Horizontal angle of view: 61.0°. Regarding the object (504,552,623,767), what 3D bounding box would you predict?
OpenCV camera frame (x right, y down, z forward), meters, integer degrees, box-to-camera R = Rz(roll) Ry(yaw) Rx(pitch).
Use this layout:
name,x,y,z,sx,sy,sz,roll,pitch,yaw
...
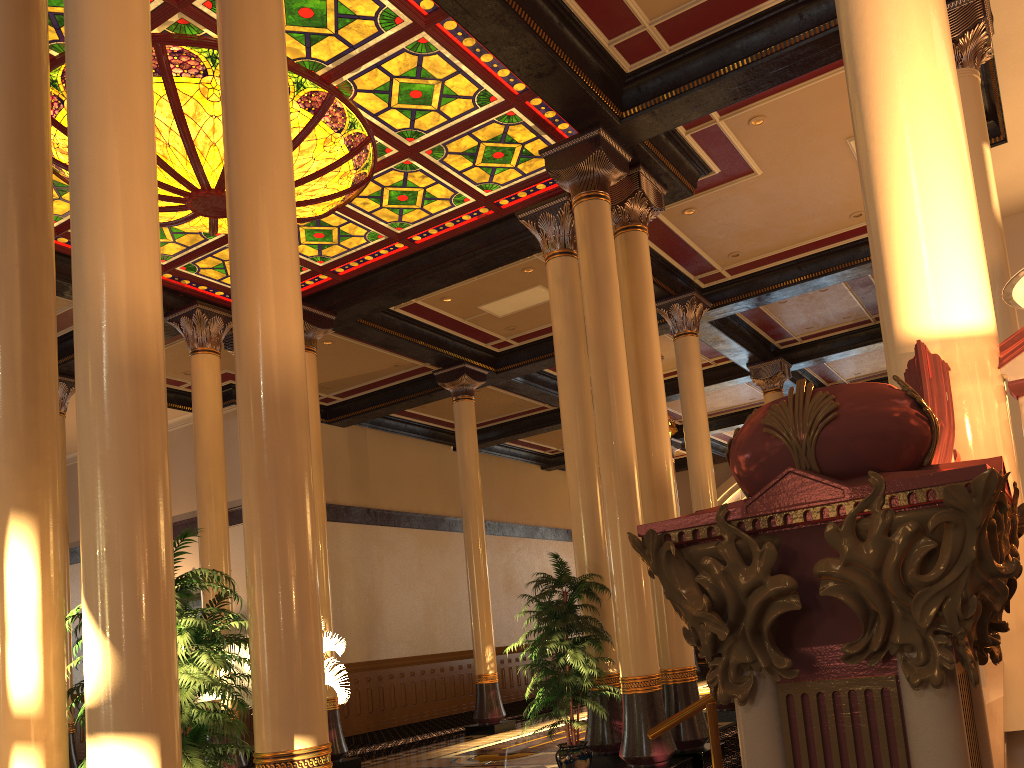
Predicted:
name,x,y,z,sx,sy,sz,roll,pitch,yaw
object,0.498,2.654,8.203,1.019,2.105,1.123,-9,-9,19

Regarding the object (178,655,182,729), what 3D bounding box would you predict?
name,x,y,z,sx,sy,sz,roll,pitch,yaw
object,-6.107,5.518,15.245,1.090,2.105,1.050,-4,-9,-10

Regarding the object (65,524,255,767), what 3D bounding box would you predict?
name,x,y,z,sx,sy,sz,roll,pitch,yaw
object,-1.805,1.819,4.612,1.090,2.105,1.050,-4,-9,-10

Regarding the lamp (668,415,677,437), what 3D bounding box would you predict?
name,x,y,z,sx,sy,sz,roll,pitch,yaw
lamp,2.363,0.536,15.760,1.167,1.866,1.243,-11,-11,25

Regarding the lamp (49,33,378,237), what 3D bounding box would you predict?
name,x,y,z,sx,sy,sz,roll,pitch,yaw
lamp,-2.742,-1.909,7.956,2.941,0.588,3.147,-15,-19,27

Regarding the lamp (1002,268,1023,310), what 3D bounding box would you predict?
name,x,y,z,sx,sy,sz,roll,pitch,yaw
lamp,1.516,0.691,1.855,0.602,1.970,0.571,1,-10,-41

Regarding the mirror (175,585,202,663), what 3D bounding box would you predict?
name,x,y,z,sx,sy,sz,roll,pitch,yaw
mirror,-6.032,4.437,16.066,1.359,1.520,0.208,-13,-9,30

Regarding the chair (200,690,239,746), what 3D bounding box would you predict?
name,x,y,z,sx,sy,sz,roll,pitch,yaw
chair,-4.919,5.690,14.489,0.771,1.075,0.732,1,-12,-34

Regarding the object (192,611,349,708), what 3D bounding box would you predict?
name,x,y,z,sx,sy,sz,roll,pitch,yaw
object,-2.589,3.591,10.379,1.790,2.224,2.168,-13,-14,33
